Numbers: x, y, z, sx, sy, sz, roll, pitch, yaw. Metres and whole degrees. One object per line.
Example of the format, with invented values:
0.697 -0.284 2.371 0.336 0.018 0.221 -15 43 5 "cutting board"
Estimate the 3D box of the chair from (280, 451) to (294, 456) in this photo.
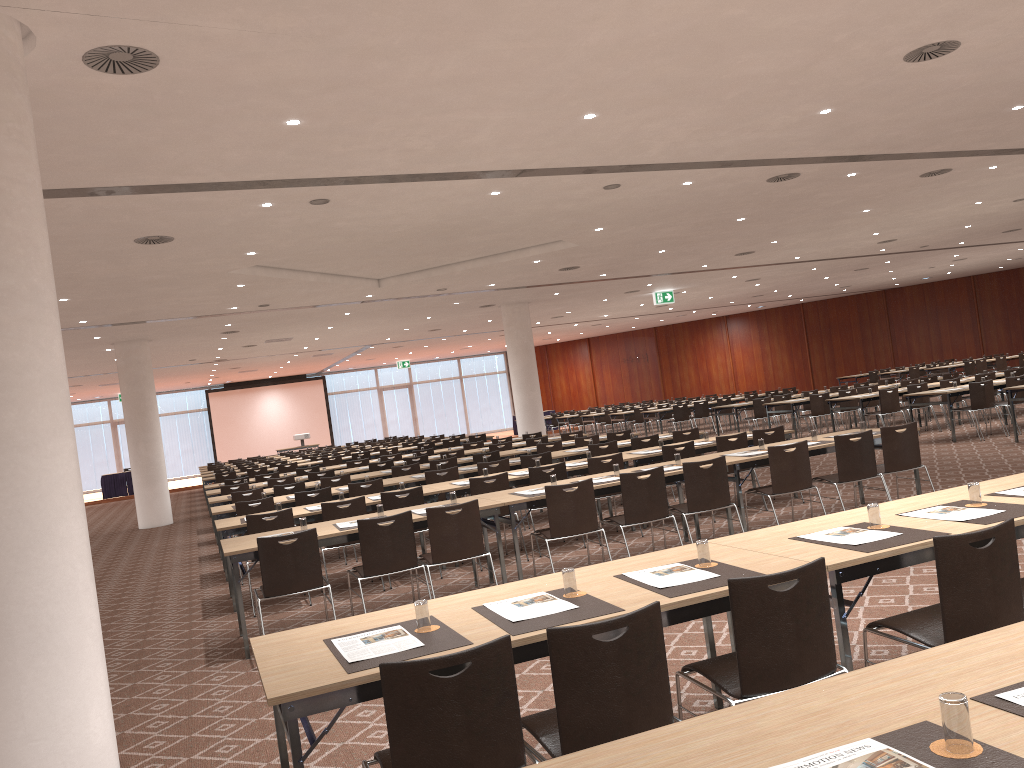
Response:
-7.485 2.724 29.609 0.535 0.939 0.614 -8 0 -19 "chair"

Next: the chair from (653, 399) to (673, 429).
5.104 1.004 30.002 0.535 0.939 0.614 -8 0 -22 "chair"

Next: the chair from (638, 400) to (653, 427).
4.886 1.066 32.114 0.535 0.939 0.614 -8 0 -18 "chair"

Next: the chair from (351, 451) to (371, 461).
-3.468 2.033 20.492 0.535 0.939 0.614 -8 0 -21 "chair"

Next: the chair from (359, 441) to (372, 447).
-4.687 2.324 28.558 0.535 0.939 0.614 -8 0 -18 "chair"

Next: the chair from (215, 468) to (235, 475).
-6.849 2.510 21.327 0.535 0.939 0.614 -8 0 -20 "chair"

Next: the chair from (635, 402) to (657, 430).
4.472 1.088 29.831 0.535 0.939 0.614 -8 0 -19 "chair"

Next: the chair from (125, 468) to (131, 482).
-13.747 3.491 32.013 0.535 0.939 0.614 -8 0 -17 "chair"

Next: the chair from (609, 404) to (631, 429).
3.809 1.207 31.653 0.535 0.939 0.614 -8 0 -22 "chair"

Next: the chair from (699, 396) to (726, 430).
5.807 0.845 25.917 0.535 0.939 0.614 -8 0 -21 "chair"

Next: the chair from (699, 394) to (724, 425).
6.337 0.810 28.391 0.535 0.939 0.614 -8 0 -22 "chair"

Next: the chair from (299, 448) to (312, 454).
-6.900 2.647 29.788 0.535 0.939 0.614 -8 0 -21 "chair"

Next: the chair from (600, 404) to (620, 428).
3.687 1.256 33.737 0.535 0.939 0.614 -8 0 -23 "chair"

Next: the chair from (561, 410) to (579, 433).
2.145 1.459 33.230 0.535 0.939 0.614 -8 0 -18 "chair"

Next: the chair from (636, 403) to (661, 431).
4.178 1.092 27.444 0.535 0.939 0.614 -8 0 -22 "chair"

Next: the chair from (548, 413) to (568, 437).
1.598 1.498 30.836 0.535 0.939 0.614 -8 0 -18 "chair"

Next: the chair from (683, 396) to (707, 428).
5.723 0.889 28.015 0.535 0.939 0.614 -8 0 -18 "chair"

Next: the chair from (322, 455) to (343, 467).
-4.068 2.112 20.225 0.535 0.939 0.614 -8 0 -19 "chair"

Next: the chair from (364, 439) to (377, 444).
-4.862 2.380 30.623 0.535 0.939 0.614 -8 0 -21 "chair"

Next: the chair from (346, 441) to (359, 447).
-5.444 2.455 30.326 0.535 0.939 0.614 -8 0 -21 "chair"

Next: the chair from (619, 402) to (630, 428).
4.280 1.176 33.870 0.535 0.939 0.614 -8 0 -21 "chair"

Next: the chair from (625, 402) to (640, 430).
4.369 1.132 31.773 0.535 0.939 0.614 -8 0 -20 "chair"

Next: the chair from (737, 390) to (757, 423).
7.054 0.681 26.377 0.535 0.939 0.614 -8 0 -20 "chair"

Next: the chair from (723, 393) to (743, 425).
6.406 0.769 26.287 0.535 0.939 0.614 -8 0 -19 "chair"

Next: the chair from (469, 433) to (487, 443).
-0.824 1.686 21.468 0.535 0.939 0.614 -8 0 -17 "chair"

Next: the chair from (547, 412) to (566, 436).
1.619 1.527 32.973 0.535 0.939 0.614 -8 0 -22 "chair"

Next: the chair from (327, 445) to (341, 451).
-5.602 2.443 28.139 0.535 0.939 0.614 -8 0 -18 "chair"

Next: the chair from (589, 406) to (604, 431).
3.046 1.339 33.414 0.535 0.939 0.614 -8 0 -23 "chair"

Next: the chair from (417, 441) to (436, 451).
-2.024 1.843 20.980 0.535 0.939 0.614 -8 0 -22 "chair"

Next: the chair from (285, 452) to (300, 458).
-6.835 2.607 27.765 0.535 0.939 0.614 -8 0 -18 "chair"

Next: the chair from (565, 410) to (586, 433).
2.213 1.418 31.126 0.535 0.939 0.614 -8 0 -19 "chair"

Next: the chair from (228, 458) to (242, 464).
-9.027 2.928 29.084 0.535 0.939 0.614 -8 0 -19 "chair"

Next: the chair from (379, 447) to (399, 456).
-2.841 1.950 20.641 0.535 0.939 0.614 -8 0 -19 "chair"

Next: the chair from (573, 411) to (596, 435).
2.353 1.367 29.049 0.535 0.939 0.614 -8 0 -21 "chair"

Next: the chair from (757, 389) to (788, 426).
7.063 0.647 24.251 0.535 0.939 0.614 -8 0 -21 "chair"

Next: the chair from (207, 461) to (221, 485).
-9.613 3.004 28.823 0.535 0.939 0.614 -8 0 -18 "chair"

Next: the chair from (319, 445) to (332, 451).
-6.300 2.569 30.092 0.535 0.939 0.614 -8 0 -18 "chair"

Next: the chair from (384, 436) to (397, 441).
-4.184 2.290 30.792 0.535 0.939 0.614 -8 0 -18 "chair"

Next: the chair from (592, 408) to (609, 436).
2.952 1.286 29.120 0.535 0.939 0.614 -8 0 -19 "chair"

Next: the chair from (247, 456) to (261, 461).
-8.462 2.852 29.211 0.535 0.939 0.614 -8 0 -22 "chair"

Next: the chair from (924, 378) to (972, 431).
8.142 0.383 16.673 0.535 0.939 0.614 -8 0 -20 "chair"

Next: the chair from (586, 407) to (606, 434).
2.935 1.320 31.243 0.535 0.939 0.614 -8 0 -22 "chair"

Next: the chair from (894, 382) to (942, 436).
7.530 0.465 16.571 0.535 0.939 0.614 -8 0 -20 "chair"

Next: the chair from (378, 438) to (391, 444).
-4.104 2.246 28.692 0.535 0.939 0.614 -8 0 -19 "chair"

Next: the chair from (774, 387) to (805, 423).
7.636 0.573 24.550 0.535 0.939 0.614 -8 0 -17 "chair"

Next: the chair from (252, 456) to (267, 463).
-7.760 2.728 27.378 0.535 0.939 0.614 -8 0 -17 "chair"

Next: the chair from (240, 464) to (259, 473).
-6.311 2.439 21.489 0.535 0.939 0.614 -8 0 -18 "chair"

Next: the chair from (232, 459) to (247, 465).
-8.288 2.796 27.146 0.535 0.939 0.614 -8 0 -21 "chair"

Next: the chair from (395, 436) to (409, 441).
-3.566 2.176 28.928 0.535 0.939 0.614 -8 0 -20 "chair"

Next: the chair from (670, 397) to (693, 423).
5.710 0.923 30.140 0.535 0.939 0.614 -8 0 -19 "chair"

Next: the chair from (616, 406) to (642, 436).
3.553 1.175 27.300 0.535 0.939 0.614 -8 0 -23 "chair"

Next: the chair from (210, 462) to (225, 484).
-8.916 2.880 26.996 0.535 0.939 0.614 -8 0 -23 "chair"

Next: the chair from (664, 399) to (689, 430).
5.115 0.970 27.877 0.535 0.939 0.614 -8 0 -18 "chair"

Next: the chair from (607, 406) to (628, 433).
3.479 1.218 29.402 0.535 0.939 0.614 -8 0 -23 "chair"

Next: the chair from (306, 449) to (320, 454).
-6.218 2.525 27.948 0.535 0.939 0.614 -8 0 -17 "chair"

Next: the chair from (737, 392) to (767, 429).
6.482 0.726 24.186 0.535 0.939 0.614 -8 0 -20 "chair"

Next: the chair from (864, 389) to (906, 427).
6.848 0.554 16.274 0.535 0.939 0.614 -8 0 -22 "chair"

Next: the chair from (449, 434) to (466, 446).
-1.420 1.796 23.296 0.535 0.939 0.614 -8 0 -18 "chair"
